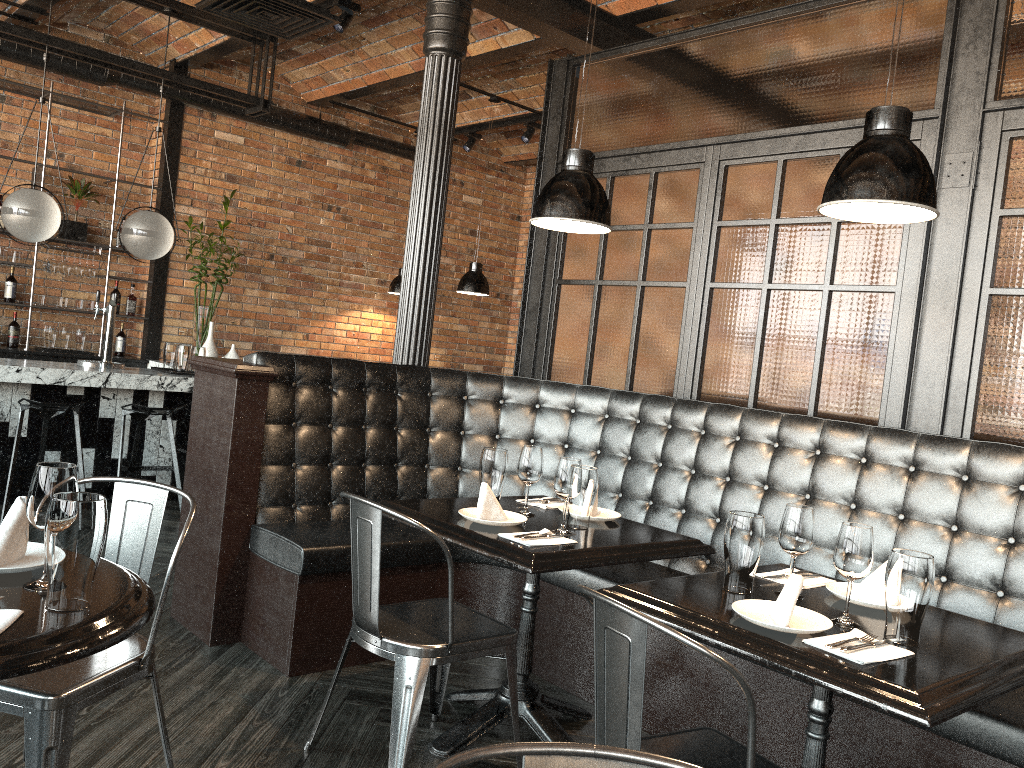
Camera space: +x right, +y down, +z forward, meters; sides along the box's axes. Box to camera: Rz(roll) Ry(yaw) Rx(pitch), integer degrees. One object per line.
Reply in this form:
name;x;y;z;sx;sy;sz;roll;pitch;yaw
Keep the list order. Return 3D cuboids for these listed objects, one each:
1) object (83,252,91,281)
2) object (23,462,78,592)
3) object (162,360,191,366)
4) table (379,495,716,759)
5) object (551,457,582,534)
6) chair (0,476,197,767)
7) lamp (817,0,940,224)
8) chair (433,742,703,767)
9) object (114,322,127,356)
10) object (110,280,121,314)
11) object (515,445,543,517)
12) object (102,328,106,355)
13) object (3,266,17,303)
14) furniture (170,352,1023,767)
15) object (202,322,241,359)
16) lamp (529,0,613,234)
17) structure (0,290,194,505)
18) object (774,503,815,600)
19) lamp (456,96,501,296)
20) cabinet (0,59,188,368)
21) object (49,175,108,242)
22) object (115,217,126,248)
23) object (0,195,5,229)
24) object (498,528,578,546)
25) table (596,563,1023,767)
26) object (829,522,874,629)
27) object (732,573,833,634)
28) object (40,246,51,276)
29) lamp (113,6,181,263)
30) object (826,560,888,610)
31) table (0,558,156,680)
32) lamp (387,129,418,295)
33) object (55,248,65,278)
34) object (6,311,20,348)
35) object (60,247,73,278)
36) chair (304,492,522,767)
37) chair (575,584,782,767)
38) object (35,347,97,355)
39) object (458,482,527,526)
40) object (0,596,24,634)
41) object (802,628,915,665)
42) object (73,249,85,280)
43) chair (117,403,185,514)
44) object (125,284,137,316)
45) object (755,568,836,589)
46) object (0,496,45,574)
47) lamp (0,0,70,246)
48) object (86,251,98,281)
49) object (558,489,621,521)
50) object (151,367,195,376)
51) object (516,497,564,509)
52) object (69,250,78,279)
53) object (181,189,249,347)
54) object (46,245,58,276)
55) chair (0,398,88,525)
object;-3.671;-1.015;7.656;0.092;0.244;0.092;6;2;-2
object;-0.914;0.280;1.758;0.092;0.244;0.092;5;3;-42
object;-2.740;-0.168;7.790;0.622;0.014;0.622;7;2;21
table;0.053;0.848;3.106;0.872;0.758;0.872;5;3;-42
object;0.178;0.365;2.891;0.092;0.244;0.092;8;2;31
chair;-1.135;0.693;2.218;0.504;0.857;0.558;7;2;13
lamp;1.022;-1.254;2.230;0.291;1.653;0.291;7;2;3
chair;0.059;0.878;0.833;0.504;0.857;0.558;6;2;-2
object;-3.459;-0.395;7.847;0.086;0.298;0.086;7;2;7
object;-3.474;-0.762;7.770;0.086;0.299;0.086;7;2;7
object;0.060;0.342;3.146;0.092;0.244;0.092;6;2;-25
object;-3.544;-0.394;7.754;0.083;0.282;0.083;8;2;33
object;-4.088;-0.811;7.237;0.086;0.298;0.086;7;2;7
furniture;1.052;0.754;2.513;1.979;1.212;5.451;5;3;-42
object;-2.465;-0.317;7.486;0.316;0.397;0.319;7;2;7
lamp;0.297;-1.365;3.053;0.291;1.653;0.291;7;2;3
structure;-4.074;-0.055;5.755;5.346;1.430;1.930;5;3;-42
object;0.760;0.449;2.388;0.092;0.244;0.092;6;2;-25
lamp;-0.238;-1.583;7.480;0.291;1.653;0.291;7;2;3
cabinet;-5.714;-1.359;5.659;7.075;3.779;0.564;5;3;-42
object;-3.649;-1.475;7.468;0.398;0.560;0.374;7;2;21
object;-3.407;-1.319;7.749;0.083;0.282;0.083;5;2;-27
object;-4.113;-1.374;7.102;0.123;0.279;0.123;5;2;-33
object;0.096;0.474;2.766;0.255;0.019;0.157;5;3;-41
table;0.779;0.960;2.283;0.872;0.758;0.872;5;3;-42
object;0.829;0.465;2.167;0.092;0.244;0.092;7;2;9
object;0.647;0.505;2.112;0.232;0.139;0.232;8;2;33
object;-3.904;-1.035;7.449;0.092;0.244;0.092;6;2;-2
lamp;-2.451;-1.712;6.136;0.340;1.754;0.340;7;2;4
object;0.988;0.532;2.430;0.232;0.139;0.232;7;2;20
table;-1.182;0.757;1.697;0.866;0.758;0.866;7;2;12
lamp;-1.018;-1.723;8.914;0.291;1.653;0.291;7;2;23
object;-3.822;-1.028;7.522;0.092;0.244;0.092;6;2;-2
object;-4.085;-0.448;7.274;0.086;0.299;0.086;7;2;7
object;-3.714;-1.011;7.399;0.092;0.244;0.092;6;2;-2
chair;-0.275;0.772;2.766;0.558;0.857;0.504;5;3;-42
chair;0.392;0.878;1.920;0.558;0.857;0.504;5;2;-32
object;-3.778;-0.278;7.490;0.437;0.019;0.273;5;3;-42
object;-0.059;0.394;2.963;0.232;0.139;0.232;7;2;7
object;-0.939;0.400;1.507;0.157;0.019;0.255;6;2;-11
object;0.788;0.580;1.984;0.255;0.019;0.157;5;2;-36
object;-3.640;-1.005;7.464;0.092;0.244;0.092;6;2;-2
chair;-2.413;0.480;5.806;0.414;0.737;0.475;8;3;43
object;-3.372;-0.744;7.859;0.083;0.282;0.083;5;2;-32
object;0.819;0.563;2.586;0.255;0.019;0.157;5;3;-41
object;-1.074;0.317;1.878;0.232;0.139;0.232;7;2;18
lamp;-2.997;-1.757;5.649;0.340;1.754;0.340;7;2;4
object;-3.563;-0.999;7.533;0.092;0.244;0.092;6;2;-2
object;0.290;0.424;3.255;0.232;0.139;0.232;7;2;6
object;-2.433;-0.089;6.487;0.273;0.019;0.437;5;3;-42
object;0.125;0.454;3.420;0.157;0.019;0.255;8;3;44
object;-3.748;-1.022;7.588;0.092;0.244;0.092;6;2;-2
object;-2.625;-0.927;7.751;0.584;1.546;0.673;6;2;-3
object;-3.796;-1.018;7.326;0.092;0.244;0.092;6;2;-2
chair;-2.848;0.444;5.418;0.475;0.737;0.414;5;3;-37
